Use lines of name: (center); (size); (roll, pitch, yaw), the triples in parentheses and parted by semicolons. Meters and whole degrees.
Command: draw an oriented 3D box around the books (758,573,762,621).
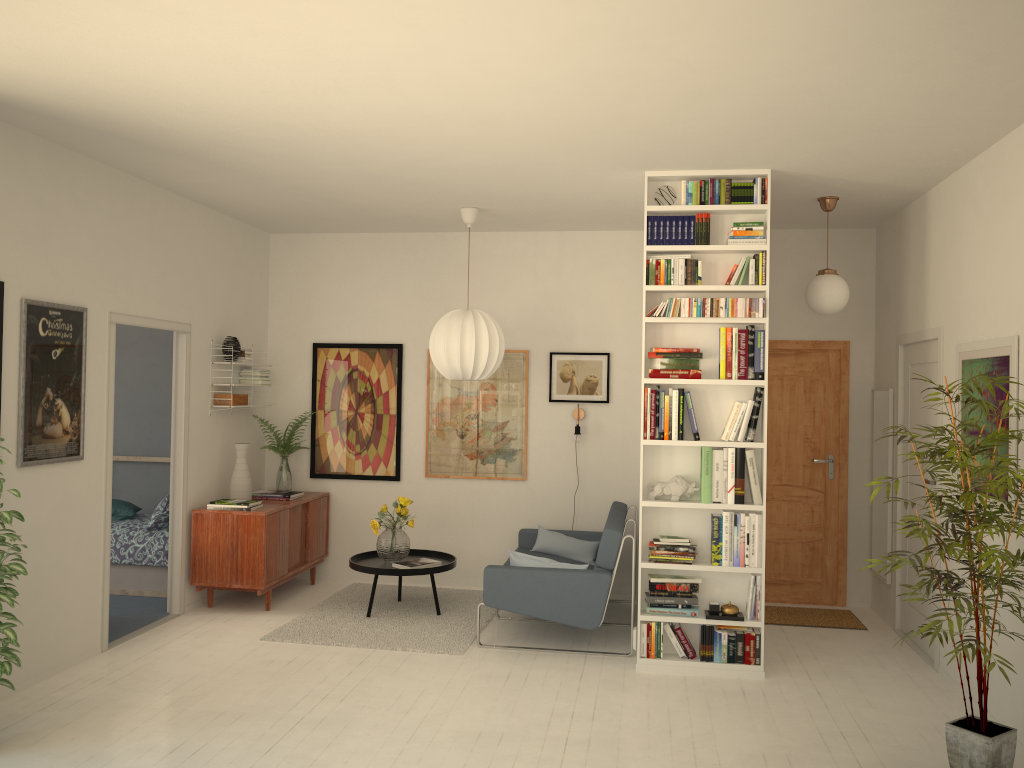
books: (1.427, 1.223, 5.127); (0.011, 0.256, 0.139); (1, -1, 9)

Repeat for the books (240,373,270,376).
books: (-2.050, -0.076, 7.081); (0.173, 0.023, 0.190); (1, 0, 8)

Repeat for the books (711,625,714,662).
books: (1.165, 1.488, 5.180); (0.015, 0.214, 0.202); (1, -1, 9)

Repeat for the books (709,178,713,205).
books: (1.169, -1.109, 5.237); (0.024, 0.156, 0.227); (1, 0, 9)

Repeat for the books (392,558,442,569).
books: (-0.668, 1.269, 6.243); (0.200, 0.031, 0.289); (1, 0, 43)

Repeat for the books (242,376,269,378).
books: (-2.052, -0.059, 7.096); (0.147, 0.012, 0.195); (1, 0, 6)

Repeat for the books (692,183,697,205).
books: (1.078, -1.099, 5.259); (0.025, 0.131, 0.253); (1, 0, 9)

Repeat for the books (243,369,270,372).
books: (-2.041, -0.107, 7.085); (0.147, 0.016, 0.195); (1, 0, 6)

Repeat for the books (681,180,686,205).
books: (1.011, -1.109, 5.235); (0.026, 0.149, 0.155); (1, -1, 9)

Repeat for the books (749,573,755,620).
books: (1.387, 1.223, 5.162); (0.030, 0.256, 0.198); (1, -1, 9)

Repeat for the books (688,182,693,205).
books: (1.047, -1.102, 5.221); (0.023, 0.137, 0.161); (1, -1, 9)

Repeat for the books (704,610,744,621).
books: (1.224, 1.337, 5.118); (0.215, 0.023, 0.130); (1, 0, 9)

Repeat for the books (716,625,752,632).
books: (1.288, 1.413, 5.158); (0.193, 0.012, 0.130); (1, 0, 9)

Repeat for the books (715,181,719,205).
books: (1.199, -1.100, 5.217); (0.019, 0.137, 0.201); (1, 0, 9)

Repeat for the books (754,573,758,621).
books: (1.414, 1.223, 5.150); (0.008, 0.256, 0.184); (1, -1, 9)

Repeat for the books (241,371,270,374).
books: (-2.047, -0.093, 7.088); (0.153, 0.013, 0.197); (1, 0, 11)

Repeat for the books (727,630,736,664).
books: (1.269, 1.516, 5.166); (0.048, 0.163, 0.209); (1, -1, 9)

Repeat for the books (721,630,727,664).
books: (1.230, 1.508, 5.172); (0.032, 0.176, 0.222); (1, -1, 9)

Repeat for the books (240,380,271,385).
books: (-2.048, -0.014, 7.086); (0.179, 0.038, 0.190); (1, 0, 8)

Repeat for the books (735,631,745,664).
books: (1.320, 1.513, 5.173); (0.050, 0.170, 0.221); (1, -1, 9)

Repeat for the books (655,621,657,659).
books: (0.849, 1.488, 5.231); (0.012, 0.206, 0.193); (1, -1, 9)

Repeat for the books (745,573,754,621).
books: (1.378, 1.223, 5.162); (0.034, 0.257, 0.209); (1, -1, 9)

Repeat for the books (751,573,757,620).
books: (1.392, 1.223, 5.126); (0.033, 0.258, 0.130); (1, -1, 9)

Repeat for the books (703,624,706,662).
books: (1.120, 1.487, 5.187); (0.015, 0.214, 0.202); (1, -1, 9)

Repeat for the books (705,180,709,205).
books: (1.144, -1.106, 5.233); (0.024, 0.148, 0.188); (1, -1, 9)

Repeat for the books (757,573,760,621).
books: (1.420, 1.222, 5.137); (0.007, 0.257, 0.181); (1, -1, 9)

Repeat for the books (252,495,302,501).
books: (-1.870, 0.884, 6.957); (0.371, 0.022, 0.259); (1, 0, 9)

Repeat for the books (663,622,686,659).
books: (0.952, 1.491, 5.203); (0.135, 0.200, 0.134); (1, -1, 9)

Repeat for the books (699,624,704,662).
books: (1.104, 1.487, 5.182); (0.015, 0.214, 0.202); (1, -1, 9)

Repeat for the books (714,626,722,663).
books: (1.195, 1.507, 5.183); (0.044, 0.179, 0.224); (1, -1, 9)

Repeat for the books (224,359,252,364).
books: (-2.093, -0.173, 6.786); (0.159, 0.028, 0.147); (1, 0, 5)

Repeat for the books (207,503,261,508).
books: (-1.987, 0.862, 6.350); (0.296, 0.015, 0.240); (1, 0, 8)

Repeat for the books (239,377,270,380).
books: (-2.054, -0.043, 7.080); (0.168, 0.021, 0.197); (1, 0, 11)

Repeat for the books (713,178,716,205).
books: (1.186, -1.109, 5.229); (0.012, 0.158, 0.220); (1, -1, 9)

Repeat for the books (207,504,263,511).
books: (-1.978, 0.879, 6.349); (0.320, 0.020, 0.237); (1, 0, 5)

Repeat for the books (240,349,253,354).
books: (-2.083, -0.248, 6.776); (0.178, 0.036, 0.145); (1, 0, 2)

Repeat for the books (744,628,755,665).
books: (1.369, 1.510, 5.145); (0.056, 0.180, 0.202); (1, -1, 9)

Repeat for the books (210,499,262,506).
books: (-1.976, 0.847, 6.348); (0.311, 0.015, 0.192); (1, 0, 12)

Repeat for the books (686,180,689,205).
books: (1.033, -1.107, 5.249); (0.013, 0.146, 0.208); (1, -1, 9)

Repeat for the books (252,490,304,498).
books: (-1.856, 0.863, 6.961); (0.368, 0.020, 0.255); (1, 0, 11)

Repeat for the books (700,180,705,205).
books: (1.116, -1.105, 5.220); (0.028, 0.147, 0.192); (1, -1, 9)

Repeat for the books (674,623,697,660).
books: (1.013, 1.500, 5.194); (0.131, 0.188, 0.136); (1, -1, 9)

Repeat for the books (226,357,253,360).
books: (-2.084, -0.196, 6.787); (0.158, 0.019, 0.131); (1, 0, 10)

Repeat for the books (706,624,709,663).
books: (1.133, 1.487, 5.172); (0.015, 0.214, 0.202); (1, -1, 9)

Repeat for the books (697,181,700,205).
books: (1.096, -1.103, 5.242); (0.018, 0.141, 0.206); (1, 0, 9)

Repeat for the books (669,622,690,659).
books: (0.981, 1.495, 5.192); (0.118, 0.192, 0.118); (1, -1, 9)

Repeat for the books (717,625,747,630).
books: (1.273, 1.403, 5.142); (0.165, 0.006, 0.103); (1, 0, 9)

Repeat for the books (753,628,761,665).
books: (1.416, 1.512, 5.156); (0.032, 0.176, 0.230); (1, -1, 9)

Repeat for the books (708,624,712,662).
books: (1.149, 1.487, 5.177); (0.015, 0.214, 0.202); (1, -1, 9)

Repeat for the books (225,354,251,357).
books: (-2.095, -0.218, 6.783); (0.155, 0.024, 0.136); (1, 0, 1)
